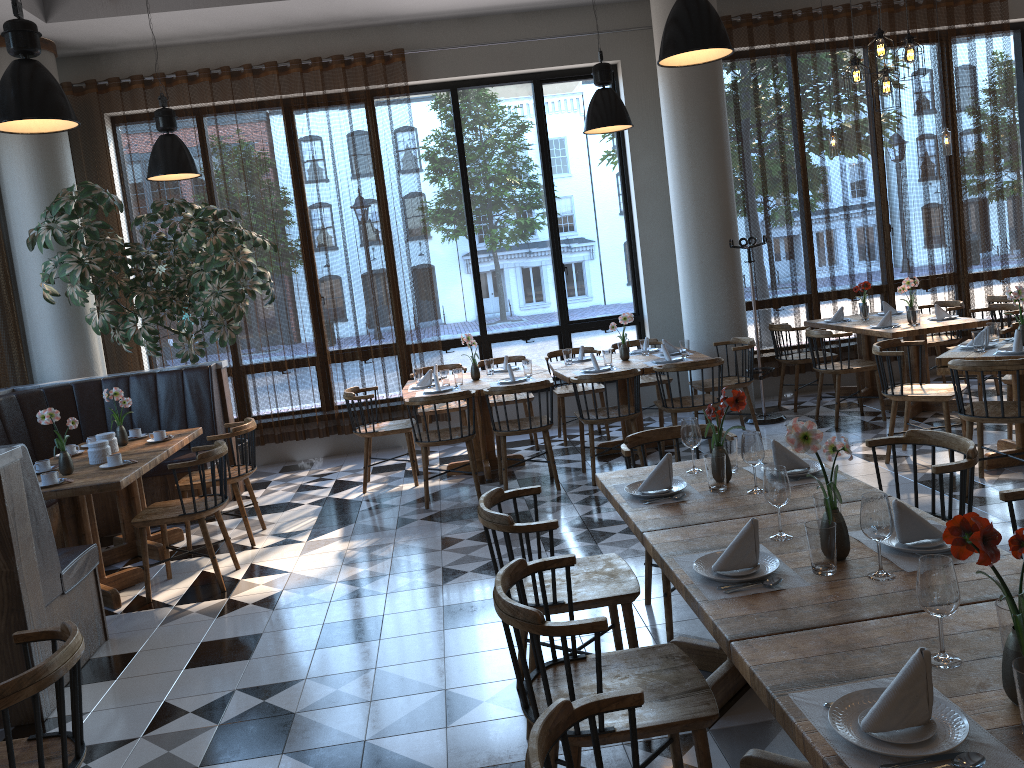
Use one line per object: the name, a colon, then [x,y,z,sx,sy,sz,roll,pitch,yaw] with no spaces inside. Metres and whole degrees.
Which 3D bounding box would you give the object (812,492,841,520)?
object: [0.926,0.390,2.589,0.080,0.131,0.080,-4,7,26]

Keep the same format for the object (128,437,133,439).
object: [-2.679,0.382,6.222,0.052,0.023,0.050,-14,10,-43]

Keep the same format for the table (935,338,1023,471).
table: [3.316,0.134,5.690,0.863,0.761,0.868,-1,9,40]

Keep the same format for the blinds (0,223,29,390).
blinds: [-4.113,-0.510,4.855,0.155,3.566,5.566,-7,7,-4]

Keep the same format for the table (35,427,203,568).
table: [-2.605,0.797,6.060,0.850,0.761,0.854,-7,7,-4]

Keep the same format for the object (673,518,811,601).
object: [0.612,0.446,2.435,0.272,0.136,0.353,-7,7,-4]

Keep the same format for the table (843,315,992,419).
table: [3.475,-0.144,7.601,0.850,0.761,0.854,-7,7,-4]

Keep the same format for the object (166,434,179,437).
object: [-2.353,0.353,6.169,0.034,0.023,0.156,-4,8,21]

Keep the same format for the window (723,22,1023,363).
window: [1.256,-1.510,7.938,15.175,3.153,4.499,-11,8,-27]

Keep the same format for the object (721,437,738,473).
object: [0.848,0.279,3.473,0.080,0.131,0.080,-4,7,26]

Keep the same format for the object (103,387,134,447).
object: [-2.669,0.220,6.035,0.206,0.398,0.147,-7,6,1]

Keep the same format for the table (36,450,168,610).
table: [-2.530,0.903,5.212,0.850,0.761,0.854,-7,7,-4]

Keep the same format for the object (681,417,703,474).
object: [0.718,0.245,3.533,0.081,0.214,0.081,-12,7,-41]

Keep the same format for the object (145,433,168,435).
object: [-2.540,0.355,6.319,0.155,0.023,0.034,-9,7,-14]

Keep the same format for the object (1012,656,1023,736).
object: [0.896,0.541,1.500,0.080,0.131,0.080,-6,6,11]

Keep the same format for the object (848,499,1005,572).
object: [1.132,0.379,2.466,0.272,0.136,0.353,-7,7,-4]

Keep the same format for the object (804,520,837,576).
object: [0.822,0.435,2.346,0.080,0.131,0.080,-6,6,11]

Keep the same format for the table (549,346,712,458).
table: [0.992,0.180,7.415,1.214,0.761,1.221,-7,7,-1]

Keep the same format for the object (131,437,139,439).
object: [-2.645,0.380,6.224,0.052,0.023,0.050,-14,10,-43]

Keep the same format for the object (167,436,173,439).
object: [-2.333,0.369,6.028,0.050,0.023,0.052,-8,7,-9]

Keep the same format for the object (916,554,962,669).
object: [0.870,0.461,1.803,0.081,0.214,0.081,-8,6,-13]

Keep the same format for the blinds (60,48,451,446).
blinds: [-2.392,-1.204,8.450,3.199,3.568,0.156,-7,5,-4]

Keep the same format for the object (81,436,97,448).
object: [-2.909,0.400,6.165,0.175,0.066,0.176,-6,7,9]

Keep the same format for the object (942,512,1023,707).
object: [0.899,0.409,1.637,0.171,0.354,0.157,-3,7,33]

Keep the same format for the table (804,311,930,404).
table: [3.401,-0.250,8.451,0.850,0.761,0.854,-7,7,-4]

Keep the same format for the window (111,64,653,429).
window: [-1.212,-1.329,8.793,4.967,3.154,0.366,-7,5,-4]

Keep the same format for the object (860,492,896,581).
object: [0.938,0.389,2.270,0.081,0.214,0.081,-8,6,-13]

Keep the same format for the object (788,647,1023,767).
object: [0.686,0.552,1.588,0.272,0.136,0.353,-7,7,-4]

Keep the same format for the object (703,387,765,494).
object: [0.811,0.201,3.254,0.166,0.354,0.296,-7,6,1]

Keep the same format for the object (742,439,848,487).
object: [1.055,0.269,3.349,0.272,0.136,0.353,-7,7,-4]

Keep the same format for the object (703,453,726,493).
object: [0.744,0.325,3.230,0.080,0.131,0.080,-3,7,31]

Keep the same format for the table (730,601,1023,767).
table: [0.998,0.960,1.661,0.850,0.761,0.854,-7,7,-4]

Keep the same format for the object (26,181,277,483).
object: [-2.910,-0.387,7.534,1.479,2.770,1.762,-1,8,44]

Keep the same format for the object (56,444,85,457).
object: [-2.934,0.441,5.877,0.175,0.066,0.176,-1,10,40]

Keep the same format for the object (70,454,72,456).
object: [-2.902,0.471,5.784,0.053,0.025,0.049,-11,8,-27]

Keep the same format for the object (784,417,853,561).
object: [0.854,0.283,2.442,0.146,0.398,0.207,-1,8,44]

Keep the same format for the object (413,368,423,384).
object: [-0.782,-0.064,7.453,0.080,0.131,0.080,-9,6,-19]

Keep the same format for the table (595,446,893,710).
table: [0.849,0.748,3.355,0.850,0.761,0.854,-7,7,-4]

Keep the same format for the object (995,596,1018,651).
object: [1.000,0.496,1.743,0.080,0.131,0.080,-4,7,26]

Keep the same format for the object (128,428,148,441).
object: [-2.672,0.355,6.287,0.176,0.066,0.176,-9,8,-14]

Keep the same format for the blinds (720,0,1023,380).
blinds: [5.575,-2.247,9.060,7.267,3.568,0.160,-7,5,-4]

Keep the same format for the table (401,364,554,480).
table: [-0.255,0.344,7.318,1.214,0.761,1.221,-7,7,-1]

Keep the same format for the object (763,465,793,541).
object: [0.795,0.355,2.650,0.081,0.214,0.081,-12,7,-41]

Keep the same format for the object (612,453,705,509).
object: [0.534,0.336,3.318,0.272,0.136,0.353,-7,7,-4]

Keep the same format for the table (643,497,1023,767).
table: [0.923,0.854,2.509,0.850,0.761,0.854,-7,7,-4]

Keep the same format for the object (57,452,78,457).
object: [-2.927,0.469,5.815,0.156,0.012,0.034,-12,9,-32]
